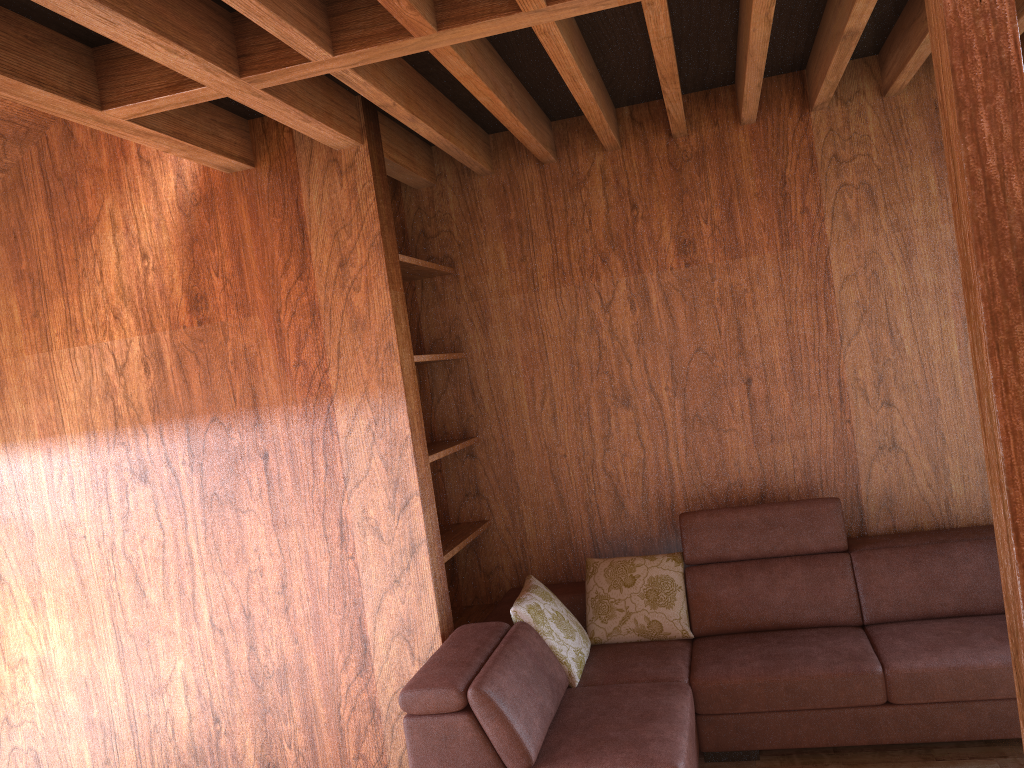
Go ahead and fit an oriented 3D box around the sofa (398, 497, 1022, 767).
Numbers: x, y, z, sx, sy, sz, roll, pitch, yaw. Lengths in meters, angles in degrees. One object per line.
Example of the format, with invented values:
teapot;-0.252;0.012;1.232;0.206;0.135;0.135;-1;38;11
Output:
sofa;1.009;0.875;2.874;2.496;0.760;1.705;-8;1;13

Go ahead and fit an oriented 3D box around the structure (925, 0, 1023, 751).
structure;0.131;0.273;0.169;2.439;2.299;0.832;-8;1;13
